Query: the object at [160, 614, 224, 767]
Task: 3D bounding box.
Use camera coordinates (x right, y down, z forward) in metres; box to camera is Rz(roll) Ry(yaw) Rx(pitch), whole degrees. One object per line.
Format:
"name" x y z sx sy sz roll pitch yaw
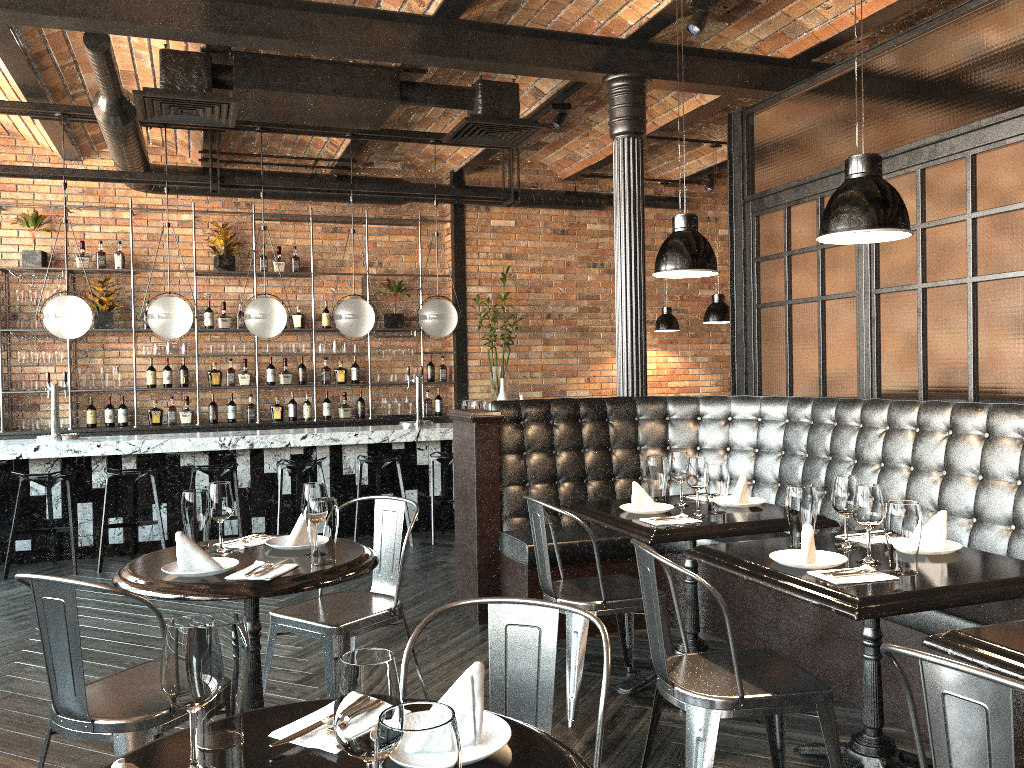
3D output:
"object" -0.490 0.484 1.362 0.092 0.244 0.092 0 1 34

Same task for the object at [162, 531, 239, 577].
"object" -0.986 0.530 2.807 0.232 0.139 0.232 -1 1 24

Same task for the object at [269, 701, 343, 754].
"object" -0.310 0.591 1.546 0.157 0.019 0.255 -1 1 31

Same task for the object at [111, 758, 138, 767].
"object" -0.454 0.545 1.171 0.232 0.139 0.232 -1 1 -23

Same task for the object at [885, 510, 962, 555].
"object" 1.358 0.485 2.931 0.232 0.139 0.232 0 1 42

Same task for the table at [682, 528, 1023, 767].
"table" 1.157 0.932 2.847 0.872 0.758 0.872 -1 1 -20

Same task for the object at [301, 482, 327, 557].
"object" -0.673 0.462 3.030 0.092 0.244 0.092 -1 1 -20

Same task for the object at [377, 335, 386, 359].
"object" -1.373 -0.391 9.336 0.092 0.244 0.092 -1 1 20

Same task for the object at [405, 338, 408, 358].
"object" -1.134 -0.400 9.597 0.092 0.244 0.092 -1 1 20

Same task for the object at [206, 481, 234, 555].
"object" -1.020 0.467 3.103 0.092 0.244 0.092 -1 1 -20

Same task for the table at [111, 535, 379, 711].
"table" -0.889 0.967 3.045 0.866 0.758 0.866 0 1 34

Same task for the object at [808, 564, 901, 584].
"object" 1.011 0.551 2.589 0.255 0.019 0.157 -1 1 -14

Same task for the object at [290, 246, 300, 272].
"object" -2.231 -1.274 9.120 0.083 0.282 0.083 -2 1 -35

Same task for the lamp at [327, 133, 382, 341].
"lamp" -1.350 -1.247 7.530 0.340 1.754 0.340 -1 1 26

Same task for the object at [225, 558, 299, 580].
"object" -0.776 0.580 2.800 0.157 0.019 0.255 -1 1 11

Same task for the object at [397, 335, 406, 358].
"object" -1.176 -0.396 9.407 0.092 0.244 0.092 -1 1 20

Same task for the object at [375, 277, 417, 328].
"object" -1.235 -0.861 9.442 0.398 0.560 0.374 0 1 43

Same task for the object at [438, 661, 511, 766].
"object" -0.118 0.535 1.466 0.232 0.139 0.232 -1 1 25

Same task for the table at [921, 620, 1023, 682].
"table" 1.523 0.942 1.820 0.872 0.758 0.872 -1 1 -20

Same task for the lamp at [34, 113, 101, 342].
"lamp" -3.421 -1.197 6.793 0.340 1.754 0.340 -1 1 26

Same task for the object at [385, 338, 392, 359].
"object" -1.325 -0.395 9.529 0.092 0.244 0.092 -1 1 20

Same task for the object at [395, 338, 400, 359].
"object" -1.231 -0.397 9.562 0.092 0.244 0.092 -1 1 20

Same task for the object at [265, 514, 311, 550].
"object" -0.771 0.519 3.199 0.232 0.139 0.232 0 1 40

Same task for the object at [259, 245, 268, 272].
"object" -2.526 -1.267 9.015 0.083 0.282 0.083 -1 1 -20

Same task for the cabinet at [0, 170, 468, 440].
"cabinet" -3.802 -0.514 8.525 7.075 3.779 0.564 -1 1 -20

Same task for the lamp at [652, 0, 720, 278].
"lamp" 0.748 -1.304 3.878 0.291 1.653 0.291 -1 1 25

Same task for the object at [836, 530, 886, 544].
"object" 1.265 0.538 3.137 0.255 0.019 0.157 -1 1 -19

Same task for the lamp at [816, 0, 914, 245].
"lamp" 1.118 -1.294 2.839 0.291 1.653 0.291 -1 1 25

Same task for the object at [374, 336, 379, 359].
"object" -1.428 -0.393 9.492 0.092 0.244 0.092 -1 1 20

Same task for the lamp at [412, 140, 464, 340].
"lamp" -0.660 -1.263 7.776 0.340 1.754 0.340 -1 1 26

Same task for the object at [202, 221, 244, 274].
"object" -2.908 -1.380 8.916 0.425 0.526 0.430 -1 1 -17

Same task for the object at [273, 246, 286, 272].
"object" -2.380 -1.268 9.068 0.123 0.279 0.123 -1 1 -16

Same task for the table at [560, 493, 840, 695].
"table" 0.787 0.923 3.886 0.872 0.758 0.872 -1 1 -20

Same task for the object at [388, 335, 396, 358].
"object" -1.269 -0.394 9.373 0.092 0.244 0.092 -1 1 20

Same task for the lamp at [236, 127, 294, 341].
"lamp" -2.040 -1.230 7.285 0.340 1.754 0.340 -1 1 26

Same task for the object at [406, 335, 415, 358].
"object" -1.078 -0.398 9.441 0.092 0.244 0.092 -1 1 20

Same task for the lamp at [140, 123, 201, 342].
"lamp" -2.730 -1.214 7.039 0.340 1.754 0.340 -1 1 26

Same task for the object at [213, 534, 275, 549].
"object" -0.981 0.577 3.262 0.157 0.019 0.255 -1 1 31

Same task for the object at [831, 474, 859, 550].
"object" 1.123 0.430 2.981 0.092 0.244 0.092 -1 1 -3

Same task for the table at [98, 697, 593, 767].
"table" -0.274 0.982 1.316 0.866 0.758 0.866 0 1 34

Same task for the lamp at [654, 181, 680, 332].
"lamp" 1.703 -1.414 9.817 0.291 1.653 0.291 -2 1 -45

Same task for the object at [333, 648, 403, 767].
"object" -0.189 0.482 1.175 0.092 0.244 0.092 -1 1 -23

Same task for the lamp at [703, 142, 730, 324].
"lamp" 1.897 -1.392 8.191 0.291 1.653 0.291 -1 1 25
